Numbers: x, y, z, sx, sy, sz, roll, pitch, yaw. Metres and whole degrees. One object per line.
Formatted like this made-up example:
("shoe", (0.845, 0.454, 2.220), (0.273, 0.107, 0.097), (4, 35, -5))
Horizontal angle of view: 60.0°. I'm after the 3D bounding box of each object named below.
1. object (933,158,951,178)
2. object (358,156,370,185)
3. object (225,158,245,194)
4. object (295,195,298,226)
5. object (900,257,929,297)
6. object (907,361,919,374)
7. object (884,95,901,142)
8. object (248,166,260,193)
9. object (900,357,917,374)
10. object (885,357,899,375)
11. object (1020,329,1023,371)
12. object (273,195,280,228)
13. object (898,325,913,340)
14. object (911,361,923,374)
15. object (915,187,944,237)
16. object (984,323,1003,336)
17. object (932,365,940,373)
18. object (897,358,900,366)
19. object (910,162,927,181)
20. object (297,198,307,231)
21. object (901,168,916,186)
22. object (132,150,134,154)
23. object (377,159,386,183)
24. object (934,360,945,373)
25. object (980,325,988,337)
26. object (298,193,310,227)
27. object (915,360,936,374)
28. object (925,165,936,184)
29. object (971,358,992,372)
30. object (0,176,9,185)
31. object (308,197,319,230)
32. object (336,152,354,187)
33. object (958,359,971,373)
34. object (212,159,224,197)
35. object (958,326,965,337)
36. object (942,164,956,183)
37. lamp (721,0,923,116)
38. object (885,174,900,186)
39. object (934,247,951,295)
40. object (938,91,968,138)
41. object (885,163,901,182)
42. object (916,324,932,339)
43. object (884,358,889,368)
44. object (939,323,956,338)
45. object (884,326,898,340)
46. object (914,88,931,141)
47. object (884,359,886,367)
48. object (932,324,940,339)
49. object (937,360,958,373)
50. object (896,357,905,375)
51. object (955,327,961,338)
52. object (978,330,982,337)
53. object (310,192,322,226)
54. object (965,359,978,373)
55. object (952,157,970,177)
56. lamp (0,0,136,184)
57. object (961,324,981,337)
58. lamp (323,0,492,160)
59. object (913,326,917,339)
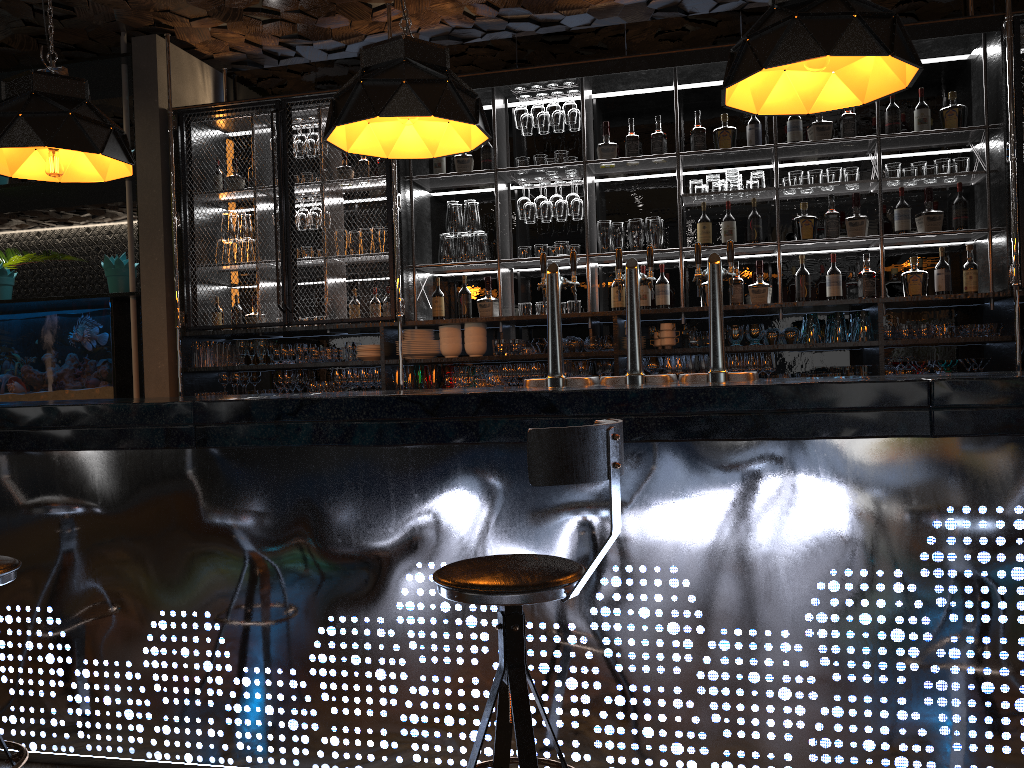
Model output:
("object", (2.458, -1.233, 5.067), (0.089, 0.092, 0.089), (-2, 1, -37))
("object", (-0.993, -1.466, 5.947), (0.073, 0.246, 0.072), (-2, 1, -2))
("object", (-1.920, -1.441, 6.153), (0.108, 0.244, 0.108), (-2, 1, 2))
("object", (-1.487, -1.169, 5.986), (0.081, 0.213, 0.081), (-2, 1, 19))
("object", (2.348, -0.616, 5.174), (0.151, 0.248, 0.094), (-2, 1, 22))
("object", (2.392, -0.061, 5.241), (0.106, 0.148, 0.106), (-2, 1, 32))
("object", (2.227, -1.574, 5.190), (0.086, 0.299, 0.086), (-2, 1, -28))
("object", (-1.786, -1.455, 6.137), (0.075, 0.261, 0.075), (-2, 1, -28))
("object", (2.258, -0.067, 5.047), (0.089, 0.174, 0.089), (-2, 1, -26))
("object", (2.139, -0.063, 5.014), (0.089, 0.174, 0.089), (-2, 1, -26))
("object", (2.889, -0.155, 4.967), (0.186, 0.307, 0.186), (-2, 1, 19))
("object", (-1.581, -1.166, 6.008), (0.081, 0.213, 0.081), (-2, 1, 19))
("object", (2.222, -0.289, 5.008), (0.084, 0.082, 0.084), (-2, 1, 14))
("object", (2.368, -0.059, 5.126), (0.106, 0.148, 0.106), (-2, 1, -44))
("object", (2.417, -0.997, 5.138), (0.123, 0.279, 0.123), (-2, 1, 2))
("object", (2.657, -0.297, 4.890), (0.088, 0.070, 0.098), (-2, 1, 23))
("object", (2.504, -0.064, 5.214), (0.106, 0.148, 0.106), (-2, 1, -38))
("object", (2.295, -0.070, 5.239), (0.089, 0.174, 0.089), (-2, 1, -26))
("object", (2.355, -1.230, 5.130), (0.089, 0.092, 0.089), (-2, 1, 13))
("object", (-1.454, -1.171, 6.127), (0.081, 0.213, 0.081), (-2, 1, 19))
("object", (2.367, -1.231, 5.275), (0.089, 0.092, 0.089), (-2, 1, -1))
("object", (-2.802, -1.577, 6.286), (0.265, 0.325, 0.245), (-2, 1, 7))
("object", (-0.851, -1.471, 5.914), (0.073, 0.246, 0.072), (-2, 1, 28))
("object", (2.479, -0.062, 5.102), (0.106, 0.148, 0.106), (-1, 1, 42))
("object", (2.677, -0.299, 4.987), (0.098, 0.070, 0.088), (-1, 1, 40))
("object", (-1.403, -1.172, 5.967), (0.081, 0.213, 0.081), (-2, 1, 19))
("object", (2.339, -0.057, 5.013), (0.106, 0.148, 0.106), (-2, 1, 32))
("object", (2.463, -1.234, 5.227), (0.089, 0.092, 0.089), (-2, 1, -1))
("object", (2.609, -0.067, 4.928), (0.107, 0.152, 0.107), (-1, 1, 39))
("object", (-3.816, -1.545, 6.525), (0.265, 0.325, 0.245), (-2, 1, -23))
("object", (-1.370, -1.174, 6.107), (0.081, 0.213, 0.081), (-2, 1, 19))
("object", (-1.126, -1.460, 5.980), (0.108, 0.244, 0.108), (-2, 1, 2))
("object", (2.661, -0.071, 5.169), (0.107, 0.152, 0.107), (-2, 1, 19))
("object", (-2.063, -1.446, 6.227), (0.075, 0.260, 0.075), (-2, 1, -28))
("object", (2.594, -0.297, 5.057), (0.088, 0.070, 0.098), (-2, 1, 36))
("object", (2.573, -1.238, 5.214), (0.089, 0.092, 0.089), (-2, 1, -37))
("lamp", (0.928, -1.705, 2.768), (0.582, 1.564, 0.607), (-2, 1, 13))
("object", (2.263, -1.228, 5.265), (0.089, 0.092, 0.089), (-2, 1, -32))
("object", (2.501, -0.646, 5.152), (0.086, 0.298, 0.086), (-2, 1, -28))
("object", (2.543, -1.557, 5.112), (0.151, 0.248, 0.094), (-1, 1, 42))
("object", (2.207, -1.225, 5.135), (0.089, 0.092, 0.089), (-2, 1, -1))
("object", (2.316, -0.292, 4.984), (0.084, 0.082, 0.084), (-2, 1, 31))
("object", (2.171, -0.065, 5.104), (0.089, 0.174, 0.089), (-2, 1, -26))
("object", (2.432, -0.296, 4.957), (0.084, 0.082, 0.084), (-2, 1, -4))
("object", (2.144, -0.287, 5.029), (0.084, 0.082, 0.084), (-2, 1, 6))
("object", (2.394, -1.579, 5.180), (0.086, 0.298, 0.086), (-2, 1, -28))
("object", (2.183, -0.066, 5.199), (0.089, 0.174, 0.089), (-2, 1, -26))
("object", (2.437, -0.297, 5.056), (0.084, 0.082, 0.084), (-2, 1, 20))
("object", (2.453, -0.061, 4.988), (0.106, 0.148, 0.106), (-2, 1, 23))
("object", (2.258, -0.068, 5.147), (0.089, 0.174, 0.089), (-2, 1, -26))
("object", (2.620, -0.299, 5.154), (0.088, 0.070, 0.098), (-2, 1, -2))
("object", (2.701, -0.301, 5.086), (0.098, 0.070, 0.088), (-2, 1, -30))
("object", (-1.315, -1.174, 5.946), (0.081, 0.213, 0.081), (-2, 1, 19))
("object", (2.635, -0.069, 5.042), (0.107, 0.152, 0.107), (-2, 1, 27))
("object", (2.558, -1.236, 5.049), (0.089, 0.092, 0.089), (-2, 1, -1))
("lamp", (-1.786, -1.595, 3.400), (0.582, 1.606, 0.607), (-2, 1, 13))
("object", (2.570, -0.295, 4.962), (0.098, 0.070, 0.088), (-2, 1, -41))
("lamp", (-0.402, -1.665, 3.202), (0.582, 1.564, 0.607), (-2, 1, 13))
("object", (2.359, -0.295, 5.174), (0.084, 0.082, 0.084), (-2, 1, 11))
